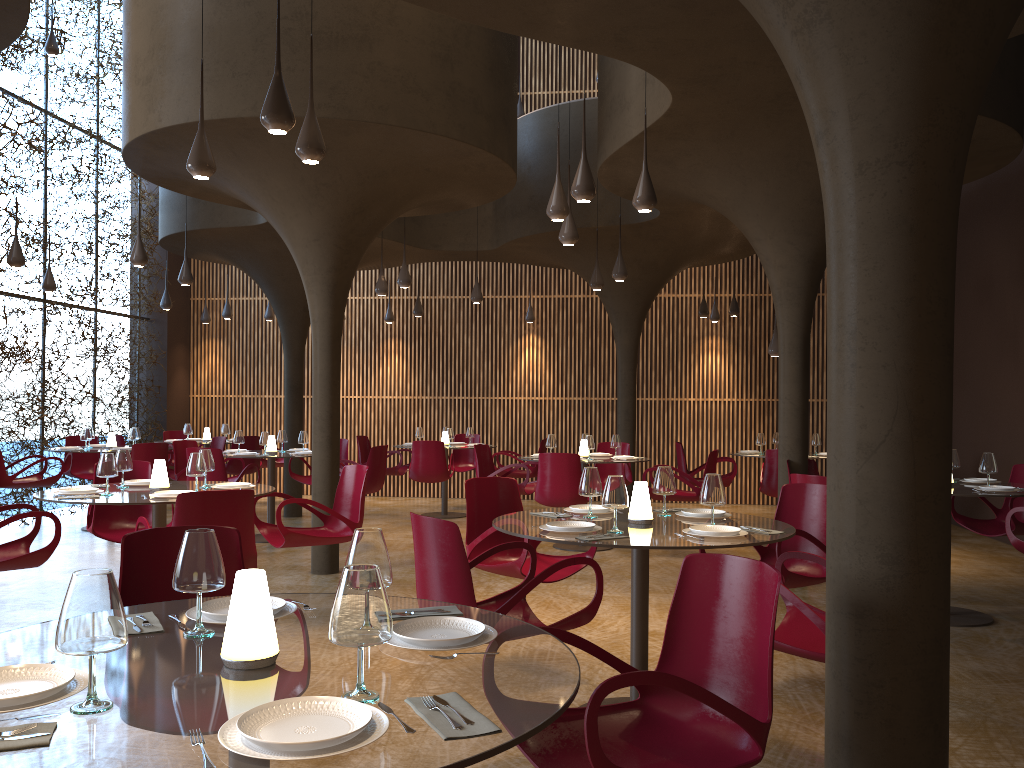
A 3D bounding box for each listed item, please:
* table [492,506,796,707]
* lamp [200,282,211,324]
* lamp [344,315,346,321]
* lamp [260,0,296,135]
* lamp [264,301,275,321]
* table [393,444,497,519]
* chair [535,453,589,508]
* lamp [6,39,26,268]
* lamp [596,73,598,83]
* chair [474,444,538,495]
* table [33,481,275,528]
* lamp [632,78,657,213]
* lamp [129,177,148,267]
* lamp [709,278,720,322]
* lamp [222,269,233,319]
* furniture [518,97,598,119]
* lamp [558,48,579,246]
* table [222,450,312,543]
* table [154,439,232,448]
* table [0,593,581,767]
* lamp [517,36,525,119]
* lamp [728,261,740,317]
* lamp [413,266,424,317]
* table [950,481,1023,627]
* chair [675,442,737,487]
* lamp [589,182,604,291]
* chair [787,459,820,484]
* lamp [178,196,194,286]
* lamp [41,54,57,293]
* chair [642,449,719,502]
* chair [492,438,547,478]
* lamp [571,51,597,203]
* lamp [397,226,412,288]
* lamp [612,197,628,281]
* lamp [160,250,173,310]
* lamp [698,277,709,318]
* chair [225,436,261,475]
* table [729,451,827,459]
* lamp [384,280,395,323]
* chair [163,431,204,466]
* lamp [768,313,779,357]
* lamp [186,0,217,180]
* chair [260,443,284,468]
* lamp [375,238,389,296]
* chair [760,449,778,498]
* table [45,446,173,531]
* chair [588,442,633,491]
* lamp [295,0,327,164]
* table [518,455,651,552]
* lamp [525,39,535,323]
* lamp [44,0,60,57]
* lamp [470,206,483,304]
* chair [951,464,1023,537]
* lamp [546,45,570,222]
[{"bbox_3d":[0.721,1.350,5.011,1.672,1.130,1.672,1,-1,-32],"label":"table"},{"bbox_3d":[-5.921,-4.311,17.194,0.196,6.277,0.196,1,0,32],"label":"lamp"},{"bbox_3d":[-3.205,-4.301,16.679,0.196,6.277,0.196,1,0,22],"label":"lamp"},{"bbox_3d":[-1.303,-4.566,5.017,0.196,6.277,0.196,1,0,42],"label":"lamp"},{"bbox_3d":[-4.496,-4.316,16.507,0.196,6.277,0.196,0,0,-8],"label":"lamp"},{"bbox_3d":[-1.081,1.557,14.258,1.672,1.130,1.672,0,-1,17],"label":"table"},{"bbox_3d":[0.591,1.081,10.100,0.625,0.636,0.873,0,-1,12],"label":"chair"},{"bbox_3d":[-5.682,-4.477,10.191,0.196,6.277,0.196,0,0,-18],"label":"lamp"},{"bbox_3d":[1.559,-6.321,15.363,0.196,2.224,0.196,0,0,-18],"label":"lamp"},{"bbox_3d":[-0.072,1.110,11.508,0.872,0.636,0.625,0,-1,22],"label":"chair"},{"bbox_3d":[-2.641,1.361,6.634,1.672,1.130,1.672,1,-1,-29],"label":"table"},{"bbox_3d":[1.071,-4.500,6.973,0.196,6.277,0.196,0,0,-8],"label":"lamp"},{"bbox_3d":[-4.200,-4.469,10.027,0.196,6.277,0.196,0,0,-38],"label":"lamp"},{"bbox_3d":[3.691,-4.261,16.017,0.196,6.277,0.196,1,0,32],"label":"lamp"},{"bbox_3d":[-5.187,-4.329,16.220,0.196,6.277,0.196,1,0,32],"label":"lamp"},{"bbox_3d":[0.671,-3.304,12.707,0.900,1.047,2.531,1,-1,-41],"label":"furniture"},{"bbox_3d":[0.568,-4.468,8.470,0.196,6.277,0.196,1,0,42],"label":"lamp"},{"bbox_3d":[-3.177,1.478,11.703,1.672,1.130,1.672,0,-1,27],"label":"table"},{"bbox_3d":[-5.225,1.545,15.170,1.672,1.130,1.672,1,-1,-41],"label":"table"},{"bbox_3d":[-0.669,1.272,2.251,1.672,1.130,1.672,1,-1,-24],"label":"table"},{"bbox_3d":[0.144,-5.972,15.115,0.196,2.961,0.196,0,0,-8],"label":"lamp"},{"bbox_3d":[3.782,-4.285,14.995,0.196,6.277,0.196,1,0,22],"label":"lamp"},{"bbox_3d":[-1.616,-4.316,15.517,0.196,6.277,0.196,1,0,22],"label":"lamp"},{"bbox_3d":[3.719,1.437,7.635,1.672,1.130,1.672,1,-1,-25],"label":"table"},{"bbox_3d":[2.803,1.165,12.831,0.872,0.636,0.625,0,-1,13],"label":"chair"},{"bbox_3d":[1.150,-4.384,11.748,0.196,6.277,0.196,1,0,42],"label":"lamp"},{"bbox_3d":[3.108,1.066,8.617,0.625,0.636,0.872,1,-1,-36],"label":"chair"},{"bbox_3d":[-4.252,-4.432,11.611,0.196,6.277,0.196,0,0,-38],"label":"lamp"},{"bbox_3d":[-6.481,-4.430,12.453,0.196,6.277,0.196,1,0,32],"label":"lamp"},{"bbox_3d":[2.072,1.110,10.806,0.872,0.636,0.625,0,-1,17],"label":"chair"},{"bbox_3d":[0.141,1.172,14.055,0.872,0.636,0.625,0,-1,7],"label":"chair"},{"bbox_3d":[0.564,-4.511,6.659,0.196,6.277,0.196,0,0,-8],"label":"lamp"},{"bbox_3d":[-1.391,-4.407,11.656,0.196,6.277,0.196,1,0,42],"label":"lamp"},{"bbox_3d":[1.348,-4.404,10.867,0.196,6.277,0.196,1,0,42],"label":"lamp"},{"bbox_3d":[-5.707,-4.370,14.690,0.196,6.277,0.196,1,0,32],"label":"lamp"},{"bbox_3d":[3.320,-4.283,15.233,0.196,6.277,0.196,1,0,22],"label":"lamp"},{"bbox_3d":[-4.418,1.139,14.231,0.625,0.636,0.872,1,-1,-43],"label":"chair"},{"bbox_3d":[3.913,1.556,12.507,1.672,1.130,1.672,0,-1,27],"label":"table"},{"bbox_3d":[-2.291,-4.293,16.740,0.196,6.277,0.196,1,0,32],"label":"lamp"},{"bbox_3d":[-5.923,1.168,15.911,0.625,0.636,0.872,1,-1,-38],"label":"chair"},{"bbox_3d":[3.472,-3.497,11.591,0.196,6.277,0.196,0,0,-38],"label":"lamp"},{"bbox_3d":[-2.097,-4.548,6.049,0.196,6.277,0.196,1,0,12],"label":"lamp"},{"bbox_3d":[-4.283,1.181,15.914,0.873,0.636,0.625,1,-1,-43],"label":"chair"},{"bbox_3d":[-1.817,-4.390,12.520,0.196,6.277,0.196,1,0,42],"label":"lamp"},{"bbox_3d":[3.496,1.135,11.344,0.625,0.636,0.873,0,-1,18],"label":"chair"},{"bbox_3d":[-5.673,1.478,12.551,1.672,1.130,1.672,1,-1,-41],"label":"table"},{"bbox_3d":[1.347,1.141,12.331,0.625,0.636,0.873,0,-1,17],"label":"chair"},{"bbox_3d":[-1.255,-4.551,5.633,0.196,6.277,0.196,1,0,12],"label":"lamp"},{"bbox_3d":[0.903,1.500,11.217,1.672,1.130,1.672,0,-1,27],"label":"table"},{"bbox_3d":[0.363,-4.277,16.479,0.196,6.277,0.196,1,0,22],"label":"lamp"},{"bbox_3d":[-6.442,-6.090,12.430,0.196,2.961,0.196,1,0,42],"label":"lamp"},{"bbox_3d":[-0.507,-4.359,13.385,0.196,6.277,0.196,1,0,22],"label":"lamp"},{"bbox_3d":[4.596,1.067,8.162,0.872,0.636,0.625,1,-1,-26],"label":"chair"},{"bbox_3d":[0.406,-4.496,7.342,0.196,6.277,0.196,1,0,32],"label":"lamp"}]
